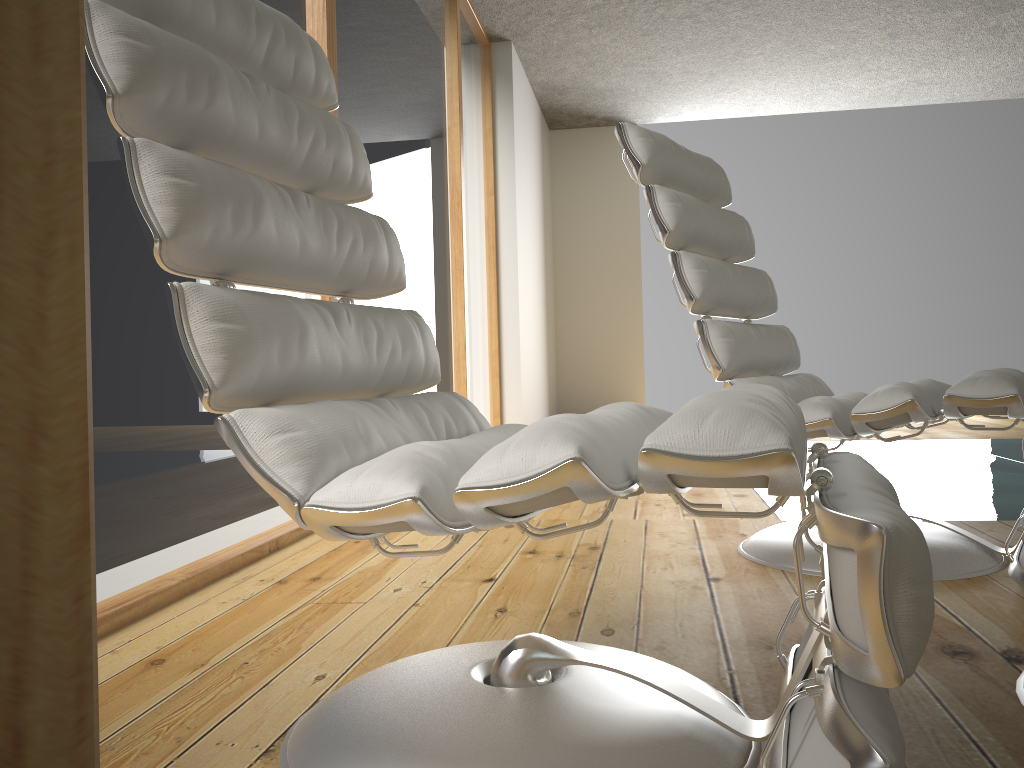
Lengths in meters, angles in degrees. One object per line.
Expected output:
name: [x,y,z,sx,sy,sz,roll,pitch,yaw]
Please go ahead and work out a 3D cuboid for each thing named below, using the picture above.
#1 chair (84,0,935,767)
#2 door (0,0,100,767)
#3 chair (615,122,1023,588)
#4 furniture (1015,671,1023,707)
chair: [-0.025,-0.078,1.060,0.913,0.969,0.569,-2,0,19]
door: [-0.594,-0.787,0.134,0.935,2.419,0.162,-1,-1,-36]
chair: [0.747,-0.114,1.971,0.913,0.969,0.569,-2,0,34]
furniture: [0.922,0.162,0.949,0.685,0.439,0.570,-1,0,44]
